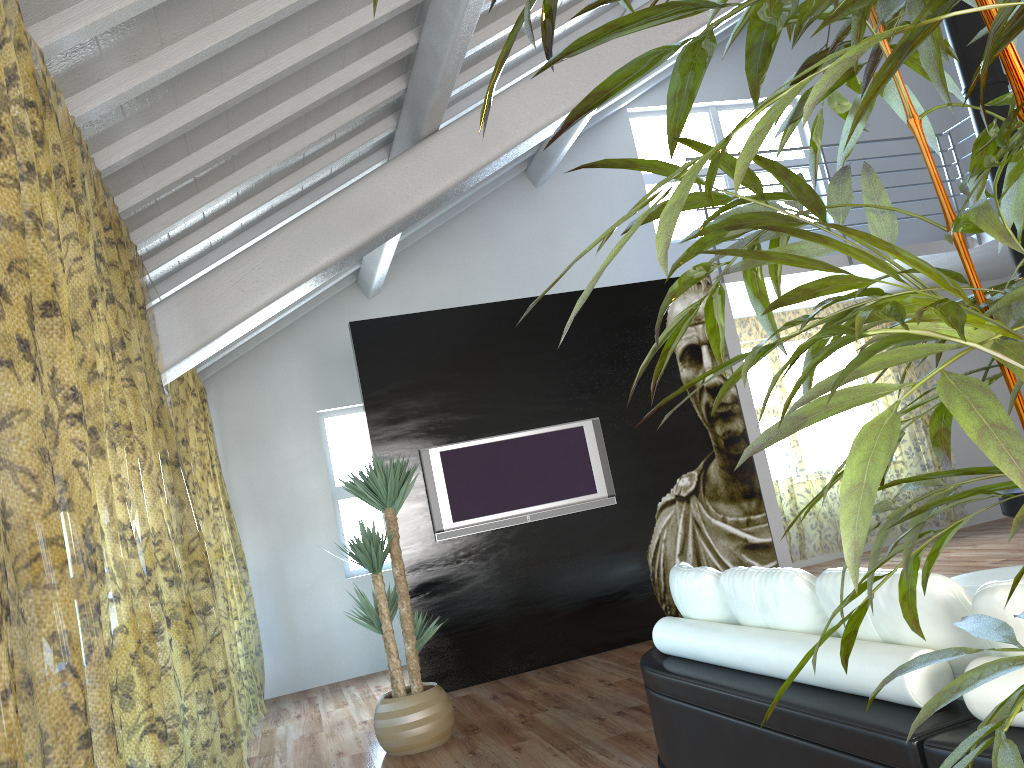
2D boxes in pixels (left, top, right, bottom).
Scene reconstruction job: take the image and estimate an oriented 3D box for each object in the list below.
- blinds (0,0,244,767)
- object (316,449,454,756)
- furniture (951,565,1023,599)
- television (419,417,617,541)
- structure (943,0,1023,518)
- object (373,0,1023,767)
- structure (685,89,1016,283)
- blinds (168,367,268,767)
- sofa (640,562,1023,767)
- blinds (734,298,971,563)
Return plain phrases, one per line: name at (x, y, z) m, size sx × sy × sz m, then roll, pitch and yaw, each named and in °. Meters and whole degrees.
blinds at (-1.074, 0.370, 2.339) m, size 0.306 × 2.546 × 3.505 m, roll -9°, pitch -8°, yaw -16°
object at (-0.657, 1.147, 4.757) m, size 0.588 × 1.586 × 0.564 m, roll -14°, pitch -8°, yaw 17°
furniture at (2.086, 1.090, 3.993) m, size 1.134 × 0.367 × 0.596 m, roll -7°, pitch -9°, yaw -32°
television at (0.058, 0.661, 6.280) m, size 1.336 × 0.639 × 0.044 m, roll -9°, pitch -8°, yaw -16°
structure at (2.825, -1.903, 5.360) m, size 1.176 × 5.494 × 0.851 m, roll -9°, pitch -8°, yaw -17°
object at (0.543, -0.148, 0.726) m, size 1.177 × 2.473 × 1.399 m, roll -13°, pitch -8°, yaw 9°
structure at (3.922, -2.416, 2.572) m, size 2.536 × 1.055 × 10.133 m, roll -9°, pitch -8°, yaw -16°
blinds at (-1.991, 1.060, 5.929) m, size 0.306 × 2.546 × 2.780 m, roll -9°, pitch -8°, yaw -16°
sofa at (1.324, 0.754, 2.095) m, size 1.359 × 0.805 × 3.047 m, roll -6°, pitch -10°, yaw -36°
blinds at (2.940, 0.419, 8.448) m, size 2.780 × 2.324 × 0.306 m, roll -9°, pitch -8°, yaw -16°
